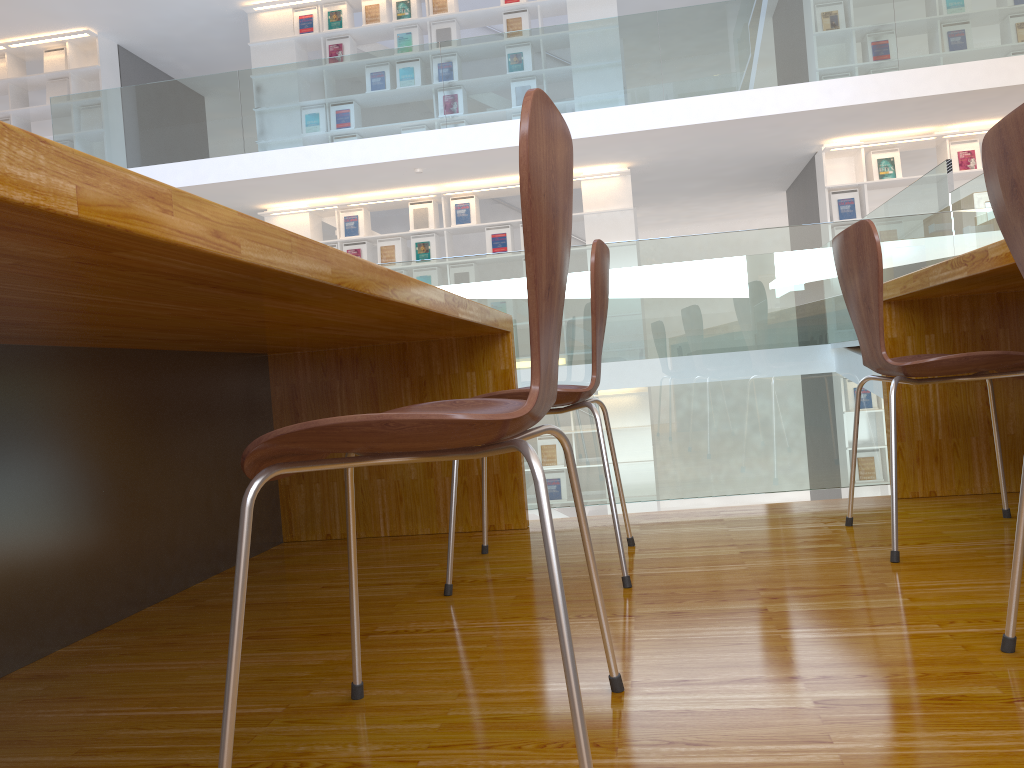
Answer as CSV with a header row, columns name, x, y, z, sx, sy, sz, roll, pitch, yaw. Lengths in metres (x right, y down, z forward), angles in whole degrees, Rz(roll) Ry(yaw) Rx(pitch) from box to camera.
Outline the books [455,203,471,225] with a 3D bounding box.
name,x,y,z,sx,sy,sz,roll,pitch,yaw
books,-0.477,-1.649,8.604,0.145,0.210,0.037,-5,0,9

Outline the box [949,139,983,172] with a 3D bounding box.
name,x,y,z,sx,sy,sz,roll,pitch,yaw
box,4.094,-2.049,8.062,0.245,0.296,0.274,-5,0,9

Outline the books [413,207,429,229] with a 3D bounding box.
name,x,y,z,sx,sy,sz,roll,pitch,yaw
books,-0.890,-1.615,8.669,0.145,0.210,0.037,-5,0,9

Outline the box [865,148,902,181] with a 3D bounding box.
name,x,y,z,sx,sy,sz,roll,pitch,yaw
box,3.426,-1.993,8.168,0.245,0.296,0.274,-5,0,9

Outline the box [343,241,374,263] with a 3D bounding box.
name,x,y,z,sx,sy,sz,roll,pitch,yaw
box,-1.543,-1.263,8.896,0.245,0.296,0.274,-5,0,9

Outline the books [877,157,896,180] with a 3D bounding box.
name,x,y,z,sx,sy,sz,roll,pitch,yaw
books,3.409,-1.952,8.067,0.145,0.210,0.037,-5,0,9

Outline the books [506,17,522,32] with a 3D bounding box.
name,x,y,z,sx,sy,sz,roll,pitch,yaw
books,0.025,-3.404,8.498,0.145,0.210,0.037,-5,0,9

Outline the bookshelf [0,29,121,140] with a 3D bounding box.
name,x,y,z,sx,sy,sz,roll,pitch,yaw
bookshelf,-5.664,-2.641,9.487,2.984,1.836,0.498,-5,0,9

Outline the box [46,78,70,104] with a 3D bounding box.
name,x,y,z,sx,sy,sz,roll,pitch,yaw
box,-4.771,-3.058,9.412,0.245,0.296,0.274,-5,0,9

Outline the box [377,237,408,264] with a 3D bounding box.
name,x,y,z,sx,sy,sz,roll,pitch,yaw
box,-1.192,-1.291,8.829,0.245,0.296,0.274,-5,0,9

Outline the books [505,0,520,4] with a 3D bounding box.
name,x,y,z,sx,sy,sz,roll,pitch,yaw
books,-0.001,-3.717,8.496,0.145,0.210,0.037,-5,0,9

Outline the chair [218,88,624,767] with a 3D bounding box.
name,x,y,z,sx,sy,sz,roll,pitch,yaw
chair,-0.095,0.081,1.004,0.381,0.693,0.428,-5,0,9

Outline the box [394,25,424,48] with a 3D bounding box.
name,x,y,z,sx,sy,sz,roll,pitch,yaw
box,-1.018,-3.359,8.764,0.245,0.296,0.274,-5,0,9

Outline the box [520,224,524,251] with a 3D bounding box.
name,x,y,z,sx,sy,sz,roll,pitch,yaw
box,0.219,-1.405,8.610,0.245,0.296,0.274,-5,0,9

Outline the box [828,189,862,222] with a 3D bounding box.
name,x,y,z,sx,sy,sz,roll,pitch,yaw
box,3.078,-1.637,8.228,0.245,0.296,0.274,-5,0,9

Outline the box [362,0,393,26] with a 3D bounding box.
name,x,y,z,sx,sy,sz,roll,pitch,yaw
box,-1.341,-3.663,8.809,0.245,0.296,0.274,-5,0,9

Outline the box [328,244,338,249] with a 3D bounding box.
name,x,y,z,sx,sy,sz,roll,pitch,yaw
box,-1.844,-1.240,8.931,0.245,0.296,0.274,-5,0,9

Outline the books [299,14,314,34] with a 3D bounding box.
name,x,y,z,sx,sy,sz,roll,pitch,yaw
books,-2.044,-3.565,8.814,0.145,0.210,0.037,-5,0,9

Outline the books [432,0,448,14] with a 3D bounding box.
name,x,y,z,sx,sy,sz,roll,pitch,yaw
books,-0.698,-3.676,8.604,0.145,0.210,0.037,-5,0,9

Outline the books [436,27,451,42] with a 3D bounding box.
name,x,y,z,sx,sy,sz,roll,pitch,yaw
books,-0.660,-3.347,8.601,0.145,0.210,0.037,-5,0,9

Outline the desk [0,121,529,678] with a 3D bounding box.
name,x,y,z,sx,sy,sz,roll,pitch,yaw
desk,-0.817,0.391,1.050,1.248,1.022,3.216,-5,0,9

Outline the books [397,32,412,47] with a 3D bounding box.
name,x,y,z,sx,sy,sz,roll,pitch,yaw
books,-1.047,-3.326,8.662,0.145,0.210,0.037,-5,0,9

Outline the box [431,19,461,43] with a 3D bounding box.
name,x,y,z,sx,sy,sz,roll,pitch,yaw
box,-0.646,-3.388,8.707,0.245,0.296,0.274,-5,0,9

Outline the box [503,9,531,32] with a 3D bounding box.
name,x,y,z,sx,sy,sz,roll,pitch,yaw
box,0.052,-3.445,8.598,0.245,0.296,0.274,-5,0,9

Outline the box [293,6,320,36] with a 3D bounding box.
name,x,y,z,sx,sy,sz,roll,pitch,yaw
box,-2.040,-3.604,8.917,0.245,0.296,0.274,-5,0,9

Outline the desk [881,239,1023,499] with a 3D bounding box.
name,x,y,z,sx,sy,sz,roll,pitch,yaw
desk,1.180,0.021,0.824,0.760,0.606,3.356,-5,0,9

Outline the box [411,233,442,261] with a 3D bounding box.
name,x,y,z,sx,sy,sz,roll,pitch,yaw
box,-0.852,-1.319,8.776,0.245,0.296,0.274,-5,0,9

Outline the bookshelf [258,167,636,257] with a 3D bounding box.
name,x,y,z,sx,sy,sz,roll,pitch,yaw
bookshelf,-0.605,-0.994,8.741,3.666,1.836,0.498,-5,0,9

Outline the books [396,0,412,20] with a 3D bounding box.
name,x,y,z,sx,sy,sz,roll,pitch,yaw
books,-1.057,-3.639,8.660,0.145,0.210,0.037,-5,0,9

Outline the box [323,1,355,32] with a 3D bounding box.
name,x,y,z,sx,sy,sz,roll,pitch,yaw
box,-1.738,-3.631,8.870,0.245,0.296,0.274,-5,0,9

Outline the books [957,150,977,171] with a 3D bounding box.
name,x,y,z,sx,sy,sz,roll,pitch,yaw
books,4.088,-1.991,7.962,0.145,0.210,0.037,-5,0,9

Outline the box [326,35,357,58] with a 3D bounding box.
name,x,y,z,sx,sy,sz,roll,pitch,yaw
box,-1.709,-3.303,8.884,0.245,0.296,0.274,-5,0,9

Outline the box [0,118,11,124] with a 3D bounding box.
name,x,y,z,sx,sy,sz,roll,pitch,yaw
box,-5.432,-2.675,9.521,0.245,0.296,0.274,-5,0,9

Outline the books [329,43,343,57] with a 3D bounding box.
name,x,y,z,sx,sy,sz,roll,pitch,yaw
books,-1.740,-3.258,8.773,0.145,0.210,0.037,-5,0,9

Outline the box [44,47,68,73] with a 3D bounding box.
name,x,y,z,sx,sy,sz,roll,pitch,yaw
box,-4.796,-3.384,9.410,0.245,0.296,0.274,-5,0,9

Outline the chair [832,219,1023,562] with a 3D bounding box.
name,x,y,z,sx,sy,sz,roll,pitch,yaw
chair,0.942,-0.008,1.937,0.381,0.693,0.428,-5,0,9

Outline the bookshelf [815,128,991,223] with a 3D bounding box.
name,x,y,z,sx,sy,sz,roll,pitch,yaw
bookshelf,4.382,-1.397,7.962,2.984,1.836,0.498,-5,0,9

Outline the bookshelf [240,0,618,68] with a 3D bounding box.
name,x,y,z,sx,sy,sz,roll,pitch,yaw
bookshelf,-0.771,-3.034,8.729,3.666,1.836,0.498,-5,0,9

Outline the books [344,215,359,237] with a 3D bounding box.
name,x,y,z,sx,sy,sz,roll,pitch,yaw
books,-1.587,-1.560,8.777,0.145,0.210,0.037,-5,0,9

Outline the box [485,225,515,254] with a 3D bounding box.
name,x,y,z,sx,sy,sz,roll,pitch,yaw
box,-0.116,-1.381,8.662,0.245,0.296,0.274,-5,0,9

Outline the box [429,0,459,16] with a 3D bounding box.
name,x,y,z,sx,sy,sz,roll,pitch,yaw
box,-0.670,-3.717,8.704,0.245,0.296,0.274,-5,0,9

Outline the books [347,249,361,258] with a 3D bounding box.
name,x,y,z,sx,sy,sz,roll,pitch,yaw
books,-1.562,-1.230,8.782,0.145,0.210,0.037,-5,0,9

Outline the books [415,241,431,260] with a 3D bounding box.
name,x,y,z,sx,sy,sz,roll,pitch,yaw
books,-0.870,-1.285,8.672,0.145,0.210,0.037,-5,0,9

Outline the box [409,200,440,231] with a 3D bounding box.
name,x,y,z,sx,sy,sz,roll,pitch,yaw
box,-0.872,-1.647,8.773,0.245,0.296,0.274,-5,0,9

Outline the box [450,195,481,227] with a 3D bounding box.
name,x,y,z,sx,sy,sz,roll,pitch,yaw
box,-0.461,-1.680,8.709,0.245,0.296,0.274,-5,0,9

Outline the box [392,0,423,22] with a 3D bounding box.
name,x,y,z,sx,sy,sz,roll,pitch,yaw
box,-1.038,-3.687,8.761,0.245,0.296,0.274,-5,0,9

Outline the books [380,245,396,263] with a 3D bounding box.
name,x,y,z,sx,sy,sz,roll,pitch,yaw
books,-1.220,-1.256,8.729,0.145,0.210,0.037,-5,0,9

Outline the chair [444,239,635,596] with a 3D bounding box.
name,x,y,z,sx,sy,sz,roll,pitch,yaw
chair,0.052,0.064,1.963,0.381,0.693,0.428,-5,0,9

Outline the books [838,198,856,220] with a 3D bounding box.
name,x,y,z,sx,sy,sz,roll,pitch,yaw
books,3.069,-1.594,8.123,0.145,0.210,0.037,-5,0,9

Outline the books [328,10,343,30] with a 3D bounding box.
name,x,y,z,sx,sy,sz,roll,pitch,yaw
books,-1.748,-3.587,8.765,0.145,0.210,0.037,-5,0,9

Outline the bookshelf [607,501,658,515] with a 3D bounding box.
name,x,y,z,sx,sy,sz,roll,pitch,yaw
bookshelf,-0.430,1.059,8.803,3.666,1.836,0.397,-5,0,9

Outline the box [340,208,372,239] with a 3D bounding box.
name,x,y,z,sx,sy,sz,roll,pitch,yaw
box,-1.572,-1.591,8.882,0.245,0.296,0.274,-5,0,9

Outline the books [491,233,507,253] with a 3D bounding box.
name,x,y,z,sx,sy,sz,roll,pitch,yaw
books,-0.121,-1.348,8.558,0.145,0.210,0.037,-5,0,9

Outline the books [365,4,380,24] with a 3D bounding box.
name,x,y,z,sx,sy,sz,roll,pitch,yaw
books,-1.368,-3.622,8.709,0.145,0.210,0.037,-5,0,9

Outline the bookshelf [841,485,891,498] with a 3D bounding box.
name,x,y,z,sx,sy,sz,roll,pitch,yaw
bookshelf,4.549,0.657,7.974,2.984,1.836,0.498,-5,0,9

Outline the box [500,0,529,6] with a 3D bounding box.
name,x,y,z,sx,sy,sz,roll,pitch,yaw
box,0.019,-3.772,8.597,0.245,0.296,0.274,-5,0,9

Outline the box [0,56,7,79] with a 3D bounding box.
name,x,y,z,sx,sy,sz,roll,pitch,yaw
box,-5.465,-3.332,9.511,0.245,0.296,0.274,-5,0,9

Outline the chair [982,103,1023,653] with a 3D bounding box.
name,x,y,z,sx,sy,sz,roll,pitch,yaw
chair,0.794,0.009,0.977,0.381,0.693,0.428,-5,0,9
